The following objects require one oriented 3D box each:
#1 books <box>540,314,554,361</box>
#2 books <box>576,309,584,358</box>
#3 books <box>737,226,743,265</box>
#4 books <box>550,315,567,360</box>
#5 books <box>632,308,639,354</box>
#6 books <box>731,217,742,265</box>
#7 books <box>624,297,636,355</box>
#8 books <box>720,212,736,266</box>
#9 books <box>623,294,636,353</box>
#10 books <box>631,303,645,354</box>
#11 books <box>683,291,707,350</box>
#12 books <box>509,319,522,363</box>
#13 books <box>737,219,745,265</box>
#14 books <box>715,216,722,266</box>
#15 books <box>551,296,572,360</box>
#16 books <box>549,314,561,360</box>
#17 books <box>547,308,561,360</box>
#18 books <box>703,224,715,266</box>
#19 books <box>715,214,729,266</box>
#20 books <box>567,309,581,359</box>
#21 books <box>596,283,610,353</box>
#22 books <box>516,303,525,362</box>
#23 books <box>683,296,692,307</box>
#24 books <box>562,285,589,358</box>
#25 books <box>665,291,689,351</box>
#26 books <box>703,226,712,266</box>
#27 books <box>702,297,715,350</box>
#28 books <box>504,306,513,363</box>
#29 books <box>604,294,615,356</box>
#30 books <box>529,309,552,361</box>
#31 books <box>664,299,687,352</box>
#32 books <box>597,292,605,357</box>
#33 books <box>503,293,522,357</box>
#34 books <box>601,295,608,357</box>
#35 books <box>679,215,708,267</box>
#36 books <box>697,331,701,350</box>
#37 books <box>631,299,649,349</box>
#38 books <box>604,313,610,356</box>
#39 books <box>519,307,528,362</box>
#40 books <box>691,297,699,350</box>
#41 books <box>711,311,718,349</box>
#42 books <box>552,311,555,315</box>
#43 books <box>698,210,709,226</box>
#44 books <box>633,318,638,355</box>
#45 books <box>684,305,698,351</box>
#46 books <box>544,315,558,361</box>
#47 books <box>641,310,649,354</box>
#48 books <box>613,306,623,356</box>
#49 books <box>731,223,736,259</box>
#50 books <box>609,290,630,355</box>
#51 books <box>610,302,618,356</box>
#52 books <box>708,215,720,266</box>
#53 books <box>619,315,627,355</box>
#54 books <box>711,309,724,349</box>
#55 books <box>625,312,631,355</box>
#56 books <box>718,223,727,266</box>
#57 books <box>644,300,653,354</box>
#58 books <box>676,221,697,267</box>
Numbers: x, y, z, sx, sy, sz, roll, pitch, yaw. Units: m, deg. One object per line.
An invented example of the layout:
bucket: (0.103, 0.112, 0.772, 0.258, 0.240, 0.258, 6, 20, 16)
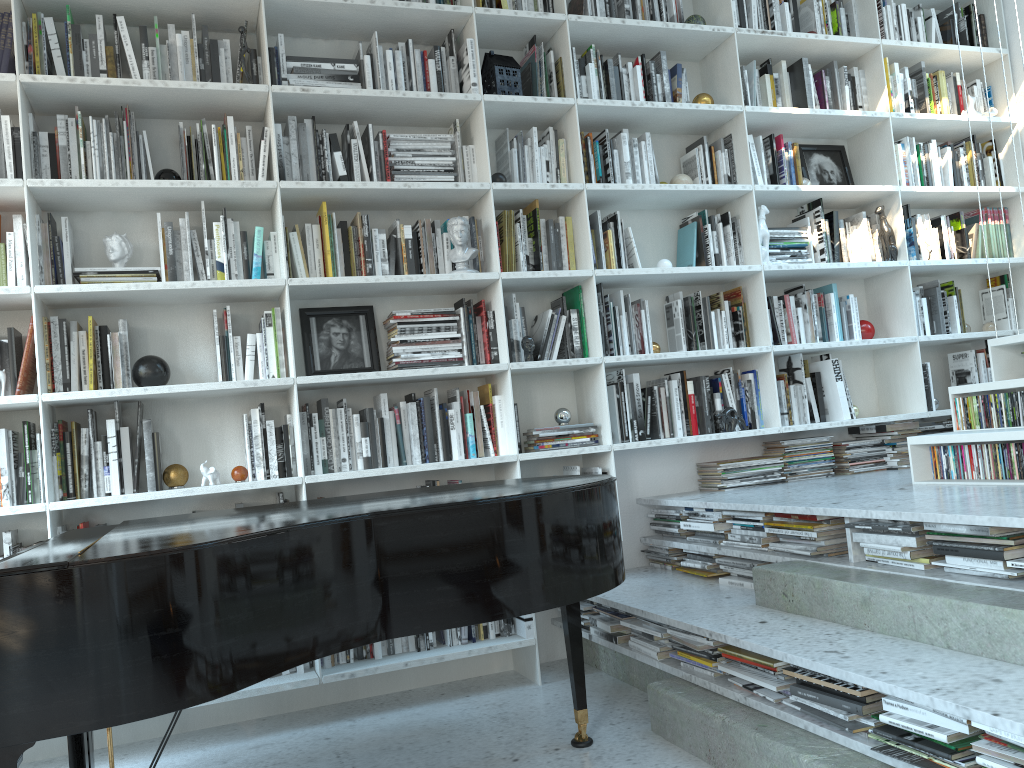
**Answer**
books: (0.121, -0.182, 3.815, 0.089, 0.210, 0.176, -4, -4, -20)
books: (0.264, -0.203, 3.876, 0.021, 0.226, 0.148, -5, -4, -20)
books: (1.028, -0.620, 4.192, 0.023, 0.212, 0.164, -5, -4, -20)
books: (0.172, -0.182, 3.847, 0.091, 0.205, 0.169, -4, -4, -20)
books: (0.527, -0.220, 3.986, 0.008, 0.222, 0.134, -5, -4, -20)
books: (1.016, -0.641, 4.173, 0.011, 0.252, 0.169, -5, -4, -20)
books: (0.493, -0.241, 3.959, 0.012, 0.267, 0.183, -5, -4, -20)
books: (0.981, -0.649, 4.157, 0.012, 0.273, 0.184, -5, -4, -20)
books: (0.505, -0.249, 3.981, 0.006, 0.285, 0.159, -5, -4, -20)
books: (0.540, -0.229, 3.981, 0.015, 0.238, 0.176, -5, -4, -20)
books: (0.844, -0.275, 4.104, 0.007, 0.285, 0.159, -5, -4, -20)
books: (-0.009, -0.166, 3.764, 0.027, 0.192, 0.182, -5, -4, -20)
books: (1.045, -0.639, 4.190, 0.010, 0.245, 0.158, -5, -4, -20)
books: (0.925, -0.636, 4.151, 0.015, 0.259, 0.152, -5, -4, -20)
books: (0.215, -0.228, 3.871, 0.013, 0.285, 0.139, -5, -4, -20)
books: (0.156, -0.186, 3.853, 0.090, 0.215, 0.139, -4, -4, -20)
books: (0.154, -0.199, 3.843, 0.094, 0.238, 0.150, -4, -4, -20)
books: (0.880, -0.613, 4.130, 0.013, 0.219, 0.187, -5, -4, -20)
books: (0.952, -0.645, 4.170, 0.032, 0.274, 0.154, -5, -4, -20)
books: (0.244, -0.201, 3.857, 0.029, 0.223, 0.171, -5, -4, -20)
books: (0.384, -0.268, 3.945, 0.007, 0.341, 0.149, -5, -3, -20)
books: (0.010, -0.203, 3.800, 0.012, 0.265, 0.157, -5, -4, -20)
books: (0.794, -0.260, 4.079, 0.015, 0.262, 0.150, -5, -4, -20)
books: (0.276, -0.253, 3.882, 0.014, 0.324, 0.183, -5, -4, -20)
books: (0.759, -0.271, 4.082, 0.016, 0.289, 0.131, -5, -4, -20)
books: (0.871, -0.608, 4.126, 0.006, 0.209, 0.188, -5, -4, -20)
books: (0.866, -0.262, 4.083, 0.018, 0.250, 0.184, -5, -4, -20)
books: (-0.045, -0.193, 3.775, 0.028, 0.253, 0.142, -5, -4, -20)
books: (0.407, -0.243, 3.925, 0.005, 0.283, 0.159, -5, -4, -20)
books: (0.105, -0.190, 3.805, 0.095, 0.228, 0.190, -4, -4, -20)
books: (0.749, -0.252, 4.063, 0.019, 0.251, 0.130, -5, -4, -20)
books: (0.363, -0.245, 3.918, 0.018, 0.295, 0.177, -5, -4, -20)
books: (-0.001, -0.223, 3.788, 0.013, 0.306, 0.141, -5, -4, -20)
books: (0.375, -0.239, 3.921, 0.006, 0.281, 0.155, -5, -4, -20)
books: (0.847, -0.633, 4.126, 0.021, 0.264, 0.174, -5, -4, -20)
books: (0.820, -0.234, 4.106, 0.031, 0.208, 0.122, -5, -4, -20)
books: (0.565, -0.242, 3.993, 0.014, 0.261, 0.142, -5, -4, -20)
books: (0.385, -0.200, 3.929, 0.013, 0.204, 0.154, -5, -4, -20)
books: (0.033, -0.196, 3.808, 0.035, 0.248, 0.141, -5, -4, -20)
books: (0.806, -0.260, 4.082, 0.008, 0.258, 0.158, -5, -4, -20)
books: (0.887, -0.229, 4.087, 0.018, 0.182, 0.182, -5, -4, -20)
books: (0.128, -0.189, 3.840, 0.095, 0.226, 0.144, -4, -4, -20)
books: (0.883, -0.650, 4.151, 0.013, 0.295, 0.154, -5, -4, -20)
books: (0.520, -0.198, 3.980, 0.013, 0.179, 0.140, -5, -4, -20)
books: (0.787, -0.238, 4.059, 0.015, 0.215, 0.178, -5, -4, -20)
books: (0.140, -0.183, 3.839, 0.090, 0.212, 0.143, -4, -4, -20)
books: (0.556, -0.215, 3.982, 0.014, 0.207, 0.180, -5, -4, -20)
books: (0.433, -0.217, 3.923, 0.011, 0.226, 0.188, -5, -4, -20)
books: (0.999, -0.634, 4.185, 0.013, 0.244, 0.158, -5, -4, -20)
books: (0.463, -0.254, 3.944, 0.014, 0.296, 0.175, -5, -4, -20)
books: (0.417, -0.226, 3.929, 0.013, 0.248, 0.165, -5, -4, -20)
books: (0.910, -0.637, 4.145, 0.018, 0.263, 0.165, -5, -4, -20)
books: (0.455, -0.198, 3.937, 0.013, 0.186, 0.184, -5, -4, -20)
books: (0.921, -0.237, 4.111, 0.015, 0.195, 0.176, -5, -4, -20)
books: (0.481, -0.207, 3.964, 0.013, 0.203, 0.167, -5, -4, -20)
books: (0.942, -0.621, 4.148, 0.012, 0.224, 0.178, -5, -4, -20)
books: (0.578, -0.238, 3.998, 0.013, 0.251, 0.173, -5, -4, -20)
books: (0.811, -0.617, 4.119, 0.056, 0.241, 0.153, -5, -4, -20)
